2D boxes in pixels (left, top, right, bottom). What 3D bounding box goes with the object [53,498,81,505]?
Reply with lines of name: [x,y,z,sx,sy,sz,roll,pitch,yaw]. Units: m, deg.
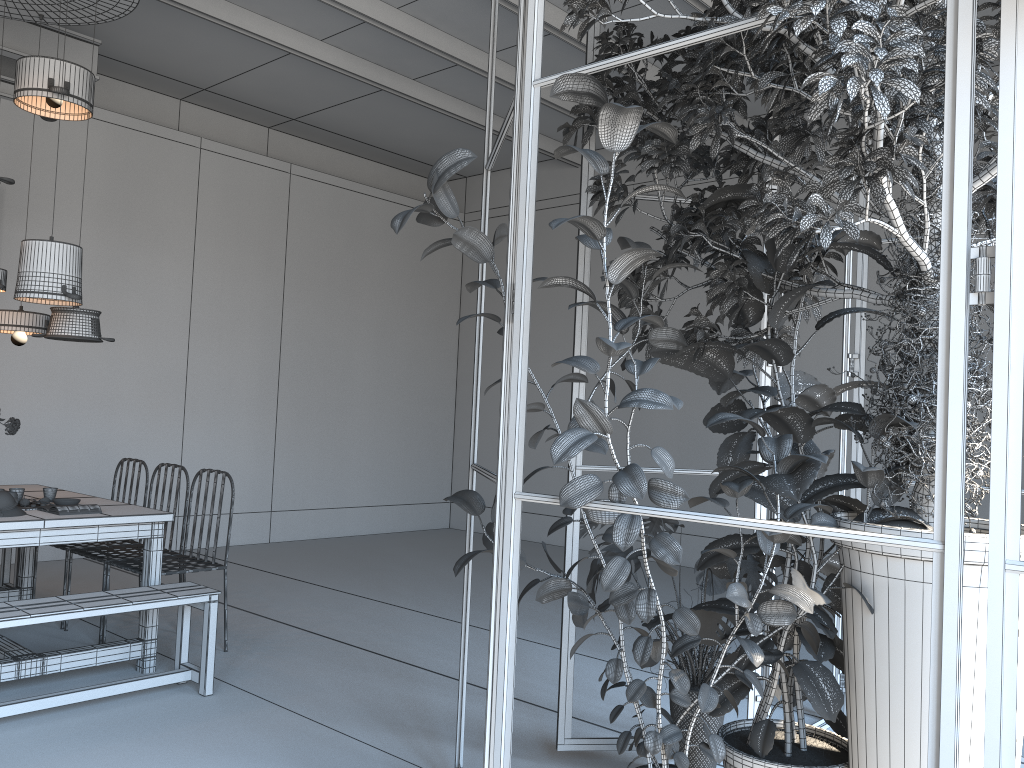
object: [-2.313,0.615,4.606,0.133,0.029,0.133,3,-2,-1]

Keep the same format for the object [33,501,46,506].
object: [-2.385,0.600,4.470,0.024,0.017,0.249,5,-3,-38]

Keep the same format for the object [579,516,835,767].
object: [0.627,1.016,3.348,1.125,1.001,0.920,1,-3,39]

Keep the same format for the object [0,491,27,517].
object: [-2.383,0.599,4.112,0.236,0.211,0.260,4,-3,-30]

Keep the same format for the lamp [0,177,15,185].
lamp: [-2.680,-1.627,4.430,0.301,1.306,0.359,1,-3,35]

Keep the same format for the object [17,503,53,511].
object: [-2.474,0.610,4.438,0.335,0.012,0.213,2,-3,19]

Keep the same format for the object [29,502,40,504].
object: [-2.411,0.598,4.450,0.174,0.019,0.021,1,-3,39]

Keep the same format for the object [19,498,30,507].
object: [-2.400,0.584,4.367,0.043,0.043,0.044,2,-2,14]

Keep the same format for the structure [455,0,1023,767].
structure: [1.433,-0.168,2.770,2.994,3.454,2.452,0,-3,42]

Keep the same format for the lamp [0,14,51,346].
lamp: [-2.907,-1.238,5.349,0.323,2.026,0.404,0,-3,45]

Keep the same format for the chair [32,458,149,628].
chair: [-2.621,0.952,5.531,0.474,0.975,0.488,0,-3,42]

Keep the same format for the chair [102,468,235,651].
chair: [-1.872,0.958,4.860,0.474,0.975,0.488,0,-3,42]

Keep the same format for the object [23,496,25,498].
object: [-2.428,0.581,4.413,0.044,0.050,0.043,4,-3,-30]

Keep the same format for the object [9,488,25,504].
object: [-2.505,0.567,4.484,0.071,0.076,0.071,4,-3,-23]

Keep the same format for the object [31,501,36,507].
object: [-2.410,0.602,4.464,0.024,0.015,0.249,4,-3,-28]

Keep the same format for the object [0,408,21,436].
object: [-3.051,0.267,4.589,0.697,0.654,0.782,0,-3,44]

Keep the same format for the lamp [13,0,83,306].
lamp: [-2.307,-1.336,4.533,0.312,1.845,0.352,4,-3,-22]

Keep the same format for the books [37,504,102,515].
books: [-2.157,0.605,4.326,0.249,0.041,0.202,1,-3,40]

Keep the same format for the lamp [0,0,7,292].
lamp: [-2.765,-1.354,4.747,0.253,1.831,0.202,3,-2,-10]

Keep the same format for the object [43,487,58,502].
object: [-2.455,0.591,4.712,0.071,0.076,0.071,3,-2,-1]

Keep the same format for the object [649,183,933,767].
object: [0.914,0.412,2.961,0.868,2.157,1.270,3,-3,-17]

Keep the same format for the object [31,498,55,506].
object: [-2.370,0.598,4.488,0.173,0.026,0.021,1,-3,26]

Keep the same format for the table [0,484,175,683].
table: [-2.791,1.015,4.579,1.784,0.819,1.239,0,-3,42]

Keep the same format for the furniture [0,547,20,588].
furniture: [-3.694,1.153,5.414,0.300,0.478,1.260,0,-3,42]

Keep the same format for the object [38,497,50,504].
object: [-2.467,0.605,4.619,0.121,0.037,0.054,2,-3,20]

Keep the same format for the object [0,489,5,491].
object: [-2.567,0.561,4.410,0.071,0.076,0.071,1,-3,39]

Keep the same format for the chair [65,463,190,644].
chair: [-2.241,0.955,5.191,0.474,0.975,0.488,0,-3,42]

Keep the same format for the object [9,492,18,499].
object: [-2.494,0.570,4.410,0.065,0.064,0.065,1,-3,27]

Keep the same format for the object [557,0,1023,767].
object: [1.053,-0.579,2.562,2.243,4.154,2.486,2,-2,13]

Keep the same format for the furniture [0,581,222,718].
furniture: [-1.895,1.166,3.765,0.300,0.478,1.260,0,-3,42]

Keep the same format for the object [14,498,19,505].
object: [-2.449,0.582,4.359,0.045,0.045,0.051,2,-3,20]

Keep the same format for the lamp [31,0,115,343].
lamp: [-2.375,-1.242,4.938,0.301,2.004,0.359,1,-3,40]

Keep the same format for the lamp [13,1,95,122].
lamp: [-2.583,-1.901,5.043,0.505,0.687,0.403,2,-3,20]

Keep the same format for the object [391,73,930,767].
object: [0.353,0.382,2.623,1.309,2.183,1.253,4,-3,-37]
